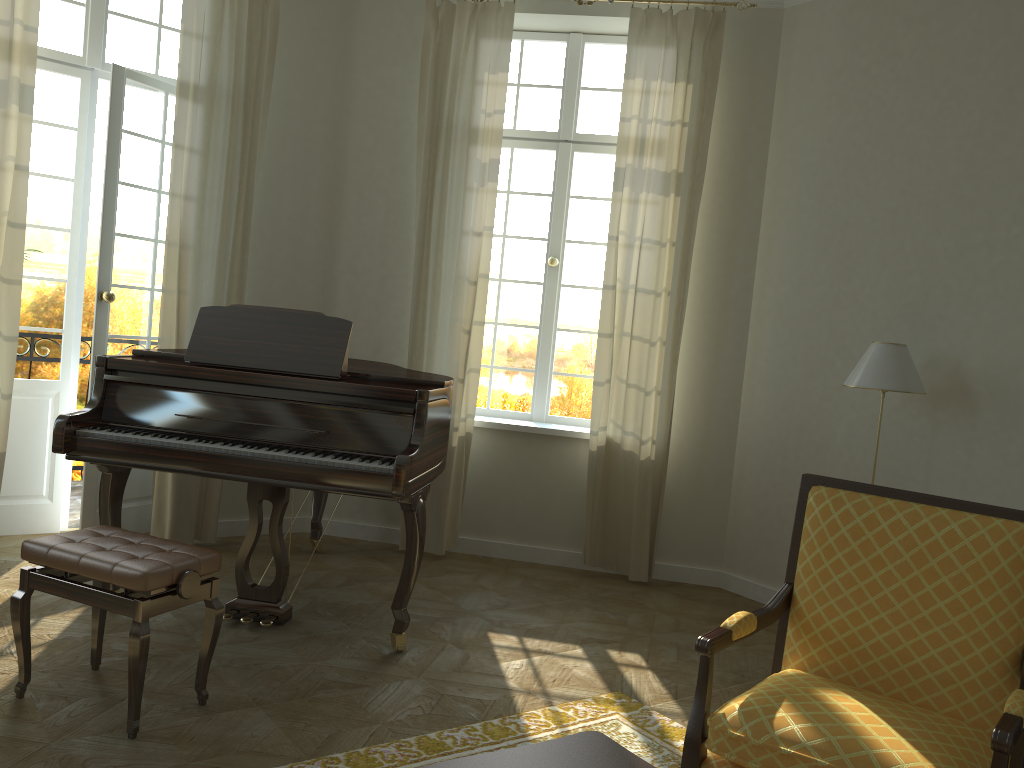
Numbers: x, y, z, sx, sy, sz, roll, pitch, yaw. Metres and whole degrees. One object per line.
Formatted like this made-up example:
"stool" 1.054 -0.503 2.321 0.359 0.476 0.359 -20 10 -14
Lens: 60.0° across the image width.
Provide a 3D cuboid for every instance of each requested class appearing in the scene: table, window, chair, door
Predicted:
"table" 0.084 1.103 1.540 0.922 0.494 0.932 3 4 -35
"window" -2.380 -2.153 5.083 1.380 0.680 0.055 3 4 -37
"chair" -1.384 0.839 3.113 0.638 0.563 0.385 7 3 23
"chair" 0.897 0.840 2.254 0.730 1.083 0.671 8 4 38
"window" 0.296 -1.006 5.795 1.400 2.550 0.181 6 3 8
"door" -2.432 -0.440 5.031 1.385 2.690 0.425 3 4 -36

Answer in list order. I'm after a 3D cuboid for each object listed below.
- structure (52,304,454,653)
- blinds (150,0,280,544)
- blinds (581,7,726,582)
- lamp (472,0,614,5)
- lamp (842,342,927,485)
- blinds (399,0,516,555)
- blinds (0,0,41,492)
"structure" -1.023 0.357 4.462 1.514 1.439 1.856 6 3 8
"blinds" -1.711 -0.745 5.116 0.554 3.386 0.162 3 4 -42
"blinds" 0.814 -0.512 5.293 0.552 3.381 0.159 6 3 11
"lamp" 0.086 -1.544 1.717 0.662 1.466 0.661 7 3 23
"lamp" 1.752 0.573 4.335 0.380 1.552 0.380 3 4 -42
"blinds" -0.417 -0.639 5.425 0.554 3.384 0.162 6 3 14
"blinds" -2.738 -0.800 4.415 0.552 3.386 0.159 3 4 -39
